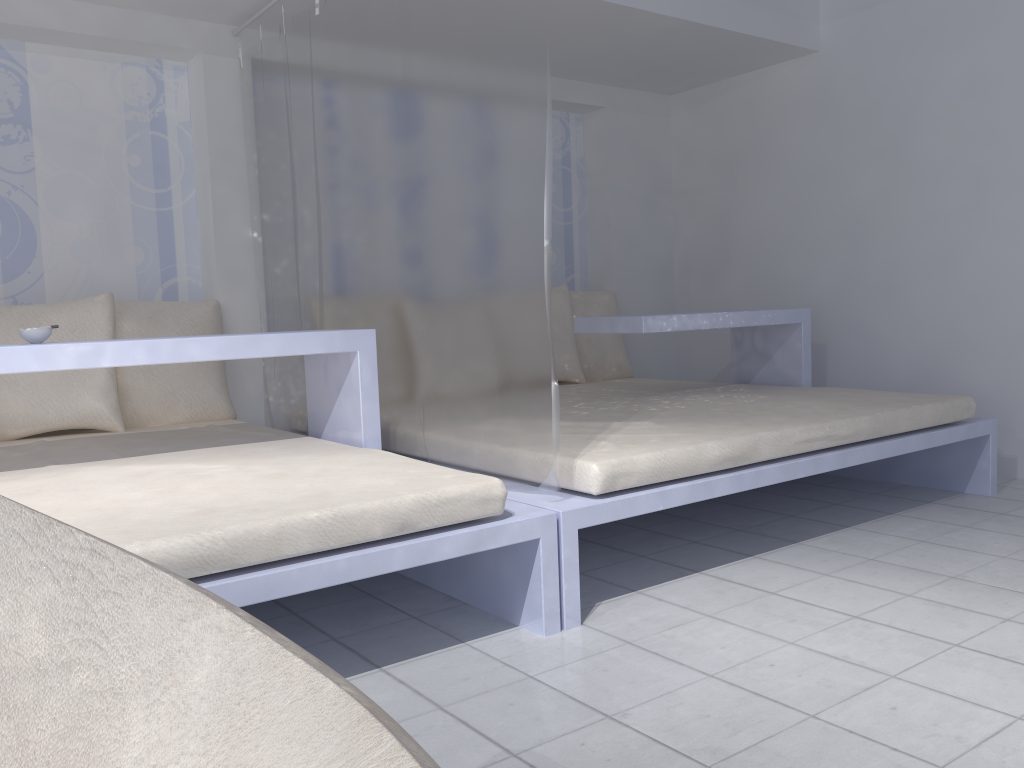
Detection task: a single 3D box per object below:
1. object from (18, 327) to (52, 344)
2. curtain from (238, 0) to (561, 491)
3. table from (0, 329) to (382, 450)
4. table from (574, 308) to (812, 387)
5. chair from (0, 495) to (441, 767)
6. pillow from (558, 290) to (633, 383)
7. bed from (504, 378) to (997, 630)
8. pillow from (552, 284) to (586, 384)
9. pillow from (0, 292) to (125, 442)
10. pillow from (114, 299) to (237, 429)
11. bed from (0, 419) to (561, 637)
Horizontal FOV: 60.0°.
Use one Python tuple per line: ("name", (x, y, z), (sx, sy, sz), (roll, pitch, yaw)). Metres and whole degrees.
("object", (-1.297, -0.131, 2.415), (0.082, 0.043, 0.082), (-1, 5, 15))
("curtain", (-0.497, -0.517, 2.897), (0.125, 1.559, 1.998), (-6, 6, -37))
("table", (-0.963, 0.087, 2.612), (1.065, 0.450, 0.416), (-6, 6, -36))
("table", (0.819, -0.088, 3.911), (1.065, 0.450, 0.416), (-6, 6, -36))
("chair", (-0.526, 0.385, 0.582), (0.906, 0.759, 0.753), (-5, 6, -32))
("pillow", (0.419, -0.251, 4.784), (0.524, 0.521, 0.230), (-6, 6, -38))
("bed", (0.416, 0.264, 3.622), (2.200, 0.427, 2.016), (-6, 6, -36))
("pillow", (0.085, -0.239, 4.508), (0.537, 0.527, 0.233), (-4, 5, -16))
("pillow", (-1.696, -0.064, 3.210), (0.537, 0.527, 0.233), (-4, 5, -16))
("pillow", (-1.363, -0.076, 3.485), (0.524, 0.521, 0.230), (-6, 6, -38))
("bed", (-1.366, 0.439, 2.324), (2.200, 0.427, 2.016), (-6, 6, -36))
